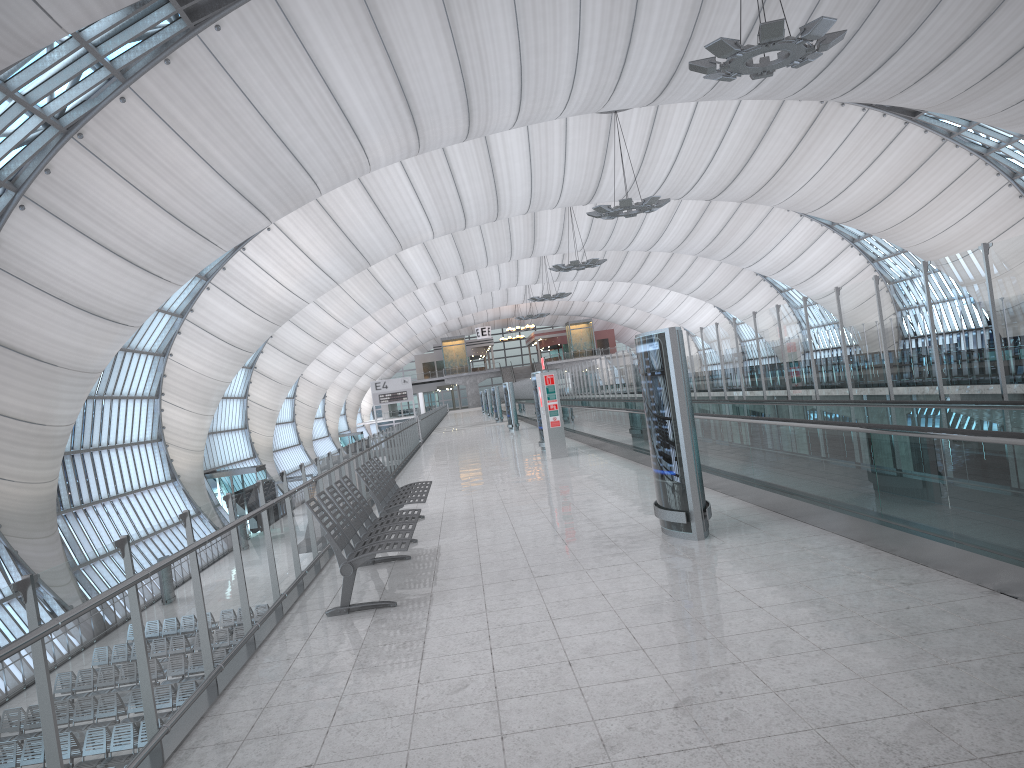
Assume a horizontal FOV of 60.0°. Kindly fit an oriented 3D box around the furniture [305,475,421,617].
[{"bbox_3d":[-1.205,1.302,7.802,0.713,0.902,2.520,-8,0,-3],"label":"furniture"}]

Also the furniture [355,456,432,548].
[{"bbox_3d":[-1.366,1.349,10.820,0.713,0.902,2.520,-8,0,-3],"label":"furniture"}]

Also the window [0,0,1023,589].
[{"bbox_3d":[4.013,-3.252,79.108,50.537,20.004,167.818,-8,0,-3],"label":"window"}]
